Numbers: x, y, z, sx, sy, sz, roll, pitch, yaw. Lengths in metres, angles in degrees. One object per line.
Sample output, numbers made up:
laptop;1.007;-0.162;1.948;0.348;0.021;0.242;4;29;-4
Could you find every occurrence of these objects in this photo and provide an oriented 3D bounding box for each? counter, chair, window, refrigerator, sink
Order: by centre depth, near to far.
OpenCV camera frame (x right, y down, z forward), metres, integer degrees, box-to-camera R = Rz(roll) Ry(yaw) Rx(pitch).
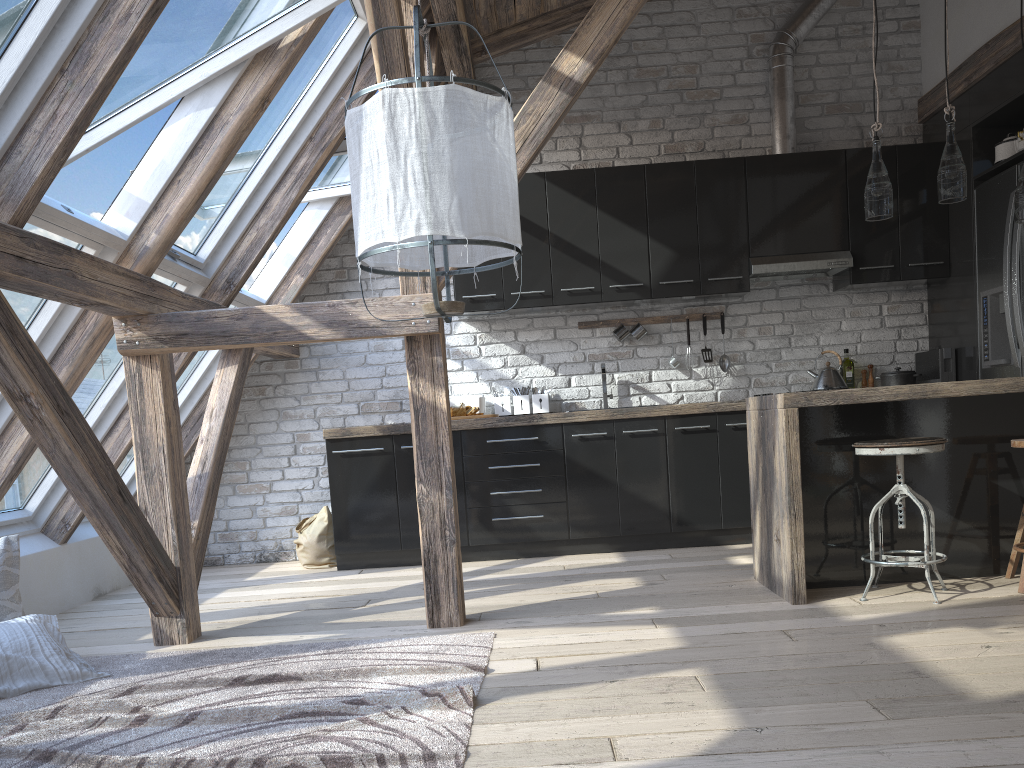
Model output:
window;-1.154;-1.273;2.104;1.096;1.285;0.850;-4;2;1
window;-1.188;-1.229;3.022;1.406;1.285;0.850;-4;2;1
window;-2.051;0.030;3.137;1.096;1.285;0.850;-4;2;1
chair;2.190;0.515;3.530;0.342;0.599;0.338;-3;3;21
chair;1.574;0.540;3.553;0.354;0.641;0.351;-2;3;35
window;-1.124;-1.192;3.937;1.096;1.285;0.850;-4;2;1
window;-2.036;0.071;4.054;1.096;1.285;0.850;-4;2;1
refrigerator;2.998;-0.179;4.531;0.852;1.935;0.936;-4;3;1
counter;0.813;0.536;4.622;3.812;0.857;2.235;-4;-2;1
window;-1.171;-1.147;4.856;1.520;1.285;0.850;-4;2;1
window;-2.021;0.111;4.971;1.096;1.285;0.850;-4;2;1
sink;0.593;0.127;5.406;0.526;0.519;0.512;-4;1;1

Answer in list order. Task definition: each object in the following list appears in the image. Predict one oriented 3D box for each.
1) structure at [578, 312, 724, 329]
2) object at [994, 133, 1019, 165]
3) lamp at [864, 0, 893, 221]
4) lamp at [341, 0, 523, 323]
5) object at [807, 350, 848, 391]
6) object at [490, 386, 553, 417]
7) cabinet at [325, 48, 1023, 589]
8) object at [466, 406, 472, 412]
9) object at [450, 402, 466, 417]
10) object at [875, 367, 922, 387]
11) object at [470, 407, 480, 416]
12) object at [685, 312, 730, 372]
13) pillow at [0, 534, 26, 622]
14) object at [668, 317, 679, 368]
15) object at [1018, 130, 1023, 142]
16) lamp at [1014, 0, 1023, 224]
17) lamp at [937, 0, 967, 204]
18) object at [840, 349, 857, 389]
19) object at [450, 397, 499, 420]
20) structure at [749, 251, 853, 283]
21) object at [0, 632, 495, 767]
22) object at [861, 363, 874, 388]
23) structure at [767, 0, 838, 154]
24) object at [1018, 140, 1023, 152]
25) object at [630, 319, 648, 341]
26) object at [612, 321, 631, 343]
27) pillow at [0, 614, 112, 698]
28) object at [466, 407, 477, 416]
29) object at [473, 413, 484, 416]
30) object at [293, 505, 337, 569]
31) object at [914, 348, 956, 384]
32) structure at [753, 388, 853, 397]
structure;0.889;-0.408;5.609;0.932;0.046;0.081;-4;-1;1
object;2.713;-1.271;4.762;0.187;0.175;0.207;-3;1;42
lamp;1.438;-1.317;3.450;0.108;1.297;0.223;-4;4;3
lamp;-0.231;-1.111;2.098;0.400;1.908;0.404;0;6;42
object;1.911;-0.085;5.317;0.221;0.237;0.221;-4;1;-9
object;0.066;0.104;5.619;0.405;0.202;0.146;-4;2;3
cabinet;0.960;-0.305;4.622;4.215;2.526;2.082;-4;2;1
object;-0.276;0.166;5.338;0.074;0.067;0.079;-4;1;-27
object;-0.331;0.157;5.265;0.090;0.088;0.086;-4;1;-22
object;2.414;-0.034;5.500;0.247;0.142;0.208;-4;0;0
object;-0.229;0.167;5.306;0.072;0.055;0.083;-4;0;-23
object;1.237;-0.257;5.573;0.282;0.384;0.069;-4;4;2
pillow;-2.116;0.848;2.952;0.501;0.536;1.150;-4;-1;6
object;1.025;-0.263;5.608;0.071;0.328;0.065;-4;4;1
object;2.664;-1.270;4.541;0.094;0.068;0.105;-4;0;29
lamp;2.041;-1.333;3.440;0.109;1.351;0.223;-4;4;3
lamp;1.727;-1.363;3.449;0.108;1.246;0.237;-3;4;13
object;2.144;-0.082;5.590;0.089;0.285;0.081;-4;4;-4
object;-0.299;0.154;5.439;0.380;0.134;0.589;-4;-2;-11
structure;1.735;-0.723;5.428;0.600;0.104;0.367;-4;-2;1
object;-1.197;0.945;1.868;2.187;0.057;3.178;-4;-3;1
object;2.268;-0.041;5.611;0.080;0.184;0.039;-3;4;14
structure;2.064;-2.043;5.409;0.983;1.293;0.168;-4;4;1
object;2.673;-1.224;4.545;0.093;0.068;0.106;-4;0;-37
object;0.806;-0.341;5.593;0.118;0.140;0.092;-3;2;18
object;0.698;-0.333;5.604;0.117;0.140;0.092;-4;2;3
pillow;-1.784;0.971;3.092;0.476;0.243;0.533;-5;-2;42
object;-0.249;0.166;5.286;0.072;0.058;0.083;-4;0;-23
object;-0.203;0.185;5.324;0.068;0.017;0.077;-3;-2;-21
object;-1.238;0.952;5.553;0.394;0.392;0.335;-3;2;27
object;2.614;-0.094;5.444;0.088;0.228;0.350;-4;0;1
structure;1.786;0.060;5.382;0.605;0.032;0.495;-4;-3;1
